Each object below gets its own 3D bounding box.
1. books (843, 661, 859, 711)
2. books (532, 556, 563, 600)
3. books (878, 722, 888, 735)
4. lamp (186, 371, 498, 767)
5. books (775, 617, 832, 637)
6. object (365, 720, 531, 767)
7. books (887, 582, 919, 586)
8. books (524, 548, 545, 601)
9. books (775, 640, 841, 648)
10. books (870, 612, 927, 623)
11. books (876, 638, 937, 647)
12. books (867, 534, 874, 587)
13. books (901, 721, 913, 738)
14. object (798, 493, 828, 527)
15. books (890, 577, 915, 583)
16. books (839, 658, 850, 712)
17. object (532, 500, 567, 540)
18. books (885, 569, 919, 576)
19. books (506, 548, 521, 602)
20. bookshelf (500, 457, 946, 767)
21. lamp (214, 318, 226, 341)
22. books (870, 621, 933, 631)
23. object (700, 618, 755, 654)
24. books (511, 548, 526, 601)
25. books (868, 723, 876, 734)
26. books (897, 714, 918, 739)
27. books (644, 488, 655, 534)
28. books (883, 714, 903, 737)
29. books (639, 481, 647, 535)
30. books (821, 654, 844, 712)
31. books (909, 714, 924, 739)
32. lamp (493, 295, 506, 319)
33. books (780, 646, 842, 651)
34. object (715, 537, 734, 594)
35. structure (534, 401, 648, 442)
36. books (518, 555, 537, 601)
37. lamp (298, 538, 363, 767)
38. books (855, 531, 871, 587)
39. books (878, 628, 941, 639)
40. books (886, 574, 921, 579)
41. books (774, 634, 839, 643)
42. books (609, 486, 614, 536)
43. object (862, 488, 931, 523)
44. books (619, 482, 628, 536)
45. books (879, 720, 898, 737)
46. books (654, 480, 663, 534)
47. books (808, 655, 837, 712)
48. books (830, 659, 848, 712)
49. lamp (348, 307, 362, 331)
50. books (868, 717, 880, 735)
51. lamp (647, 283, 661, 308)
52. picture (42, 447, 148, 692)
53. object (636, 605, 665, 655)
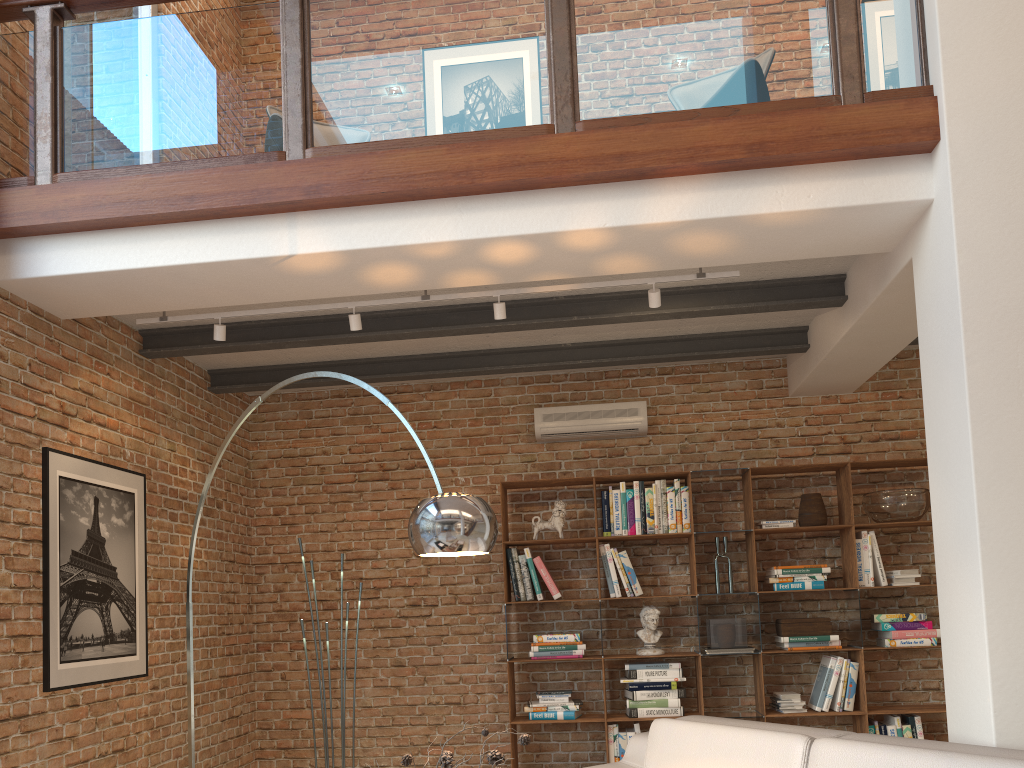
[{"bbox_3d":[2.290,2.058,5.962,0.116,0.325,0.260,-3,-8,6],"label":"books"},{"bbox_3d":[0.259,1.395,6.258,0.195,0.311,0.261,-3,-8,6],"label":"books"},{"bbox_3d":[2.503,2.468,5.927,0.084,0.325,0.260,-3,-8,6],"label":"books"},{"bbox_3d":[-0.820,1.102,3.644,2.063,2.293,0.321,-10,-9,42],"label":"lamp"},{"bbox_3d":[2.009,1.676,6.014,0.336,0.116,0.219,-4,-12,6],"label":"books"},{"bbox_3d":[-0.158,1.257,2.489,0.543,0.592,0.323,1,-7,-23],"label":"object"},{"bbox_3d":[2.679,1.372,5.971,0.171,0.018,0.242,-6,-15,13],"label":"books"},{"bbox_3d":[0.163,1.366,6.247,0.121,0.372,0.249,-3,-7,6],"label":"books"},{"bbox_3d":[2.041,1.793,6.029,0.380,0.035,0.251,-3,-14,1],"label":"books"},{"bbox_3d":[2.640,1.599,5.969,0.328,0.054,0.261,-6,-14,16],"label":"books"},{"bbox_3d":[2.682,1.758,5.943,0.327,0.054,0.262,-4,-14,8],"label":"books"},{"bbox_3d":[2.434,1.223,6.006,0.021,0.350,0.278,-3,-8,6],"label":"books"},{"bbox_3d":[2.646,2.451,5.886,0.084,0.325,0.260,-3,-8,6],"label":"books"},{"bbox_3d":[2.068,0.874,6.006,0.195,0.227,0.197,4,-11,-36],"label":"object"},{"bbox_3d":[2.669,1.343,5.959,0.133,0.033,0.211,-6,-15,15],"label":"books"},{"bbox_3d":[2.248,2.056,5.982,0.098,0.346,0.278,-3,-8,6],"label":"books"},{"bbox_3d":[0.267,0.969,6.209,0.252,0.276,0.133,-5,-6,14],"label":"object"},{"bbox_3d":[2.667,1.292,5.963,0.132,0.033,0.212,-1,-14,-4],"label":"books"},{"bbox_3d":[0.020,1.375,6.267,0.091,0.375,0.249,-3,-7,6],"label":"books"},{"bbox_3d":[1.486,1.700,6.061,3.037,2.150,0.371,-4,-4,6],"label":"bookshelf"},{"bbox_3d":[-1.519,-0.276,4.531,0.059,0.126,0.088,0,-8,-24],"label":"lamp"},{"bbox_3d":[2.659,1.652,5.963,0.327,0.054,0.262,-4,-14,6],"label":"books"},{"bbox_3d":[1.486,1.742,6.041,0.336,0.227,0.291,-4,-11,6],"label":"object"},{"bbox_3d":[0.058,1.374,6.271,0.091,0.375,0.249,-3,-7,6],"label":"books"},{"bbox_3d":[2.427,2.473,5.935,0.084,0.325,0.260,-3,-8,6],"label":"books"},{"bbox_3d":[2.692,2.425,5.898,0.069,0.376,0.249,-3,-7,6],"label":"books"},{"bbox_3d":[0.971,0.914,6.175,0.056,0.321,0.260,-3,-8,6],"label":"books"},{"bbox_3d":[2.601,2.430,5.904,0.069,0.376,0.249,-3,-7,6],"label":"books"},{"bbox_3d":[0.925,0.894,6.197,0.036,0.374,0.249,-3,-7,6],"label":"books"},{"bbox_3d":[2.172,2.046,5.971,0.161,0.364,0.249,-3,-7,6],"label":"books"},{"bbox_3d":[2.727,2.420,5.884,0.069,0.376,0.249,-3,-7,6],"label":"books"},{"bbox_3d":[-0.062,-0.376,4.377,0.061,0.126,0.088,-3,-7,8],"label":"lamp"},{"bbox_3d":[2.054,1.816,6.011,0.356,0.020,0.280,-3,-14,4],"label":"books"},{"bbox_3d":[1.465,1.258,6.055,0.122,0.390,0.063,-3,-4,9],"label":"object"},{"bbox_3d":[0.577,0.279,6.394,0.813,0.214,0.205,-4,-9,6],"label":"structure"},{"bbox_3d":[0.112,1.400,6.282,0.102,0.326,0.260,-3,-8,6],"label":"books"},{"bbox_3d":[-1.173,1.902,5.680,0.418,1.777,0.203,0,-5,-24],"label":"lamp"},{"bbox_3d":[2.404,1.210,6.001,0.036,0.374,0.249,-3,-7,6],"label":"books"},{"bbox_3d":[2.705,1.701,5.944,0.326,0.054,0.262,-3,-14,1],"label":"books"},{"bbox_3d":[2.676,1.318,5.965,0.171,0.018,0.243,-5,-14,9],"label":"books"},{"bbox_3d":[2.022,1.749,5.999,0.380,0.035,0.251,-4,-14,5],"label":"books"},{"bbox_3d":[0.711,0.924,6.228,0.021,0.350,0.278,-3,-8,6],"label":"books"},{"bbox_3d":[2.642,0.851,5.987,0.439,0.213,0.447,9,-17,-41],"label":"object"},{"bbox_3d":[0.794,0.902,6.207,0.036,0.374,0.249,-3,-7,6],"label":"books"},{"bbox_3d":[2.556,2.459,5.903,0.084,0.325,0.260,-3,-8,6],"label":"books"},{"bbox_3d":[1.040,0.890,6.198,0.036,0.374,0.249,-3,-7,6],"label":"books"},{"bbox_3d":[2.133,2.056,5.999,0.163,0.363,0.249,-3,-7,6],"label":"books"},{"bbox_3d":[2.225,2.053,5.975,0.098,0.346,0.278,-3,-8,6],"label":"books"},{"bbox_3d":[-0.801,-0.329,4.457,0.061,0.118,0.088,-3,-8,8],"label":"lamp"},{"bbox_3d":[2.464,2.456,5.931,0.051,0.350,0.278,-3,-8,6],"label":"books"},{"bbox_3d":[0.704,-0.433,4.305,0.061,0.113,0.097,-4,-9,12],"label":"lamp"},{"bbox_3d":[-2.201,1.003,4.654,0.027,1.166,0.934,-3,-8,6],"label":"picture"},{"bbox_3d":[0.965,1.729,6.127,0.197,0.342,0.197,-5,-7,21],"label":"object"}]
